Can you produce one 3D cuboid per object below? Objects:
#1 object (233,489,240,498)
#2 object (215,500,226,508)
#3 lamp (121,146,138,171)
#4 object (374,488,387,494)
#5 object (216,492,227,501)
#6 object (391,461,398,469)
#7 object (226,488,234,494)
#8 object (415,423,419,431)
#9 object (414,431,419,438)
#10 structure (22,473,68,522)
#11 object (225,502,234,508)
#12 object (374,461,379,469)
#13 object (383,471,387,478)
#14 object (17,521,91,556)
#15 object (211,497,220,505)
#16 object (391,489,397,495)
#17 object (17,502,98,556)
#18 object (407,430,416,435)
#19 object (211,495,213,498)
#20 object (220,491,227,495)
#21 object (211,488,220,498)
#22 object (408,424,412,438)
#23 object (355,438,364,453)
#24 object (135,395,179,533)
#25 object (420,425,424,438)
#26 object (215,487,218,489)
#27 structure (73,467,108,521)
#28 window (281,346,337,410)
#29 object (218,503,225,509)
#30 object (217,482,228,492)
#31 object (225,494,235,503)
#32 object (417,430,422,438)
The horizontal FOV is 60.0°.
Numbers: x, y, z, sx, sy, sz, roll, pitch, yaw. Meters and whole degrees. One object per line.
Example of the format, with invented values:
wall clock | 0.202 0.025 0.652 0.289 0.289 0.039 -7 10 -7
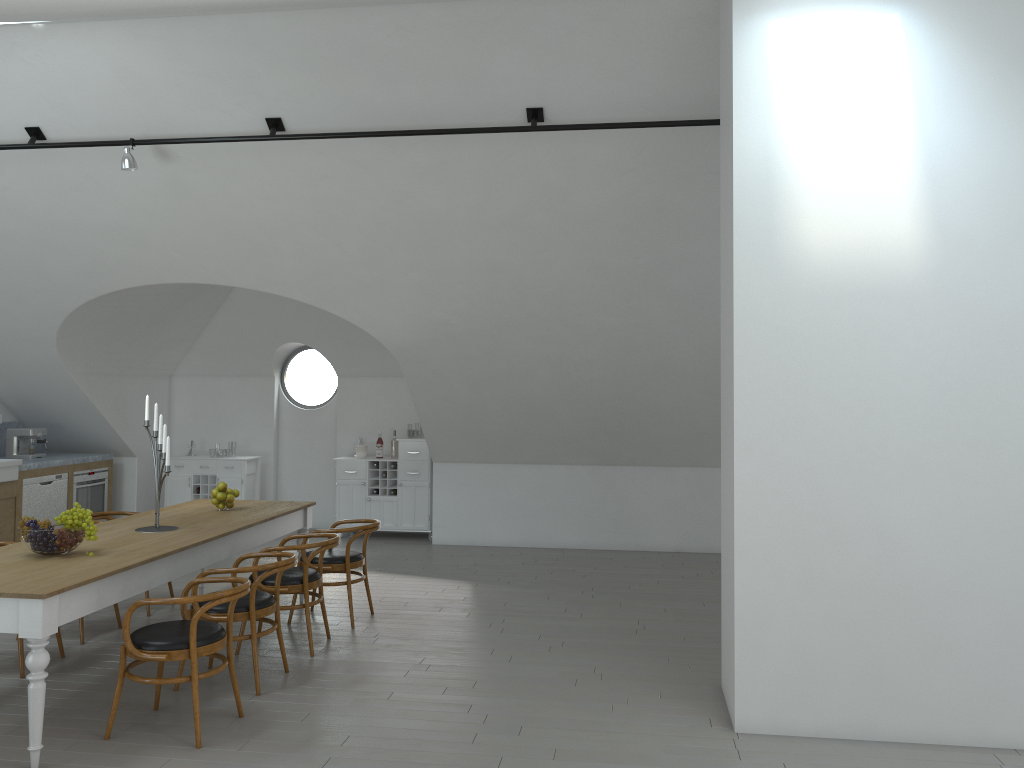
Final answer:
object | -2.090 0.828 6.703 0.063 0.063 0.062 1 -2 -30
object | -2.198 0.898 6.680 0.080 0.074 0.078 1 -2 -37
lamp | -2.774 -1.636 6.431 0.112 0.175 0.114 1 -2 -29
object | -1.527 1.250 10.401 0.156 0.085 0.331 0 -1 9
object | -2.160 0.835 6.589 0.071 0.064 0.072 0 -1 1
object | -1.351 0.949 10.377 0.087 0.085 0.359 0 -1 8
object | -2.120 0.811 6.655 0.058 0.057 0.053 0 -2 23
object | -1.128 0.550 10.508 0.054 0.179 0.054 0 -2 2
object | -1.130 0.595 10.375 0.077 0.085 0.077 0 -2 16
structure | -5.044 1.347 9.070 0.598 0.824 0.723 0 -2 8
object | -2.124 0.905 6.675 0.063 0.063 0.064 0 -1 19
object | -1.555 0.944 10.414 0.092 0.094 0.359 0 -1 9
object | -1.455 1.055 10.402 0.085 0.085 0.330 0 -1 8
object | -2.502 0.853 4.848 0.360 0.160 0.360 1 -1 -12
object | -2.211 0.872 6.608 0.059 0.056 0.059 0 -1 3
object | -1.356 1.254 10.370 0.081 0.081 0.358 0 -1 6
object | -2.479 0.790 4.832 0.393 0.284 0.292 1 -1 -28
object | -1.182 0.592 10.451 0.093 0.093 0.094 -1 -2 41
object | -2.237 0.847 6.688 0.062 0.059 0.062 0 -1 12
object | -2.176 0.819 6.694 0.053 0.051 0.052 1 -1 -21
object | -2.218 0.818 6.634 0.066 0.071 0.072 1 -1 -23
object | -1.196 0.553 10.378 0.048 0.169 0.048 -1 -3 41
object | -1.845 0.751 10.696 0.115 0.209 0.065 0 -2 10
object | -2.316 0.506 5.820 0.265 0.876 0.774 1 -2 -18
object | -1.065 0.546 10.518 0.063 0.187 0.063 1 -2 -6
object | -2.221 0.803 6.720 0.062 0.060 0.062 0 -1 9
structure | -4.935 1.259 9.821 0.631 0.637 0.632 0 -1 8
window | -2.507 -0.083 11.121 0.900 0.901 0.060 0 -2 8
object | -2.167 0.912 6.619 0.050 0.050 0.051 0 -1 12
object | -2.173 0.771 6.656 0.072 0.074 0.072 0 -1 8
object | -2.108 0.855 6.623 0.071 0.072 0.070 1 -2 -27
object | -1.091 0.590 10.448 0.071 0.099 0.071 0 -2 16
